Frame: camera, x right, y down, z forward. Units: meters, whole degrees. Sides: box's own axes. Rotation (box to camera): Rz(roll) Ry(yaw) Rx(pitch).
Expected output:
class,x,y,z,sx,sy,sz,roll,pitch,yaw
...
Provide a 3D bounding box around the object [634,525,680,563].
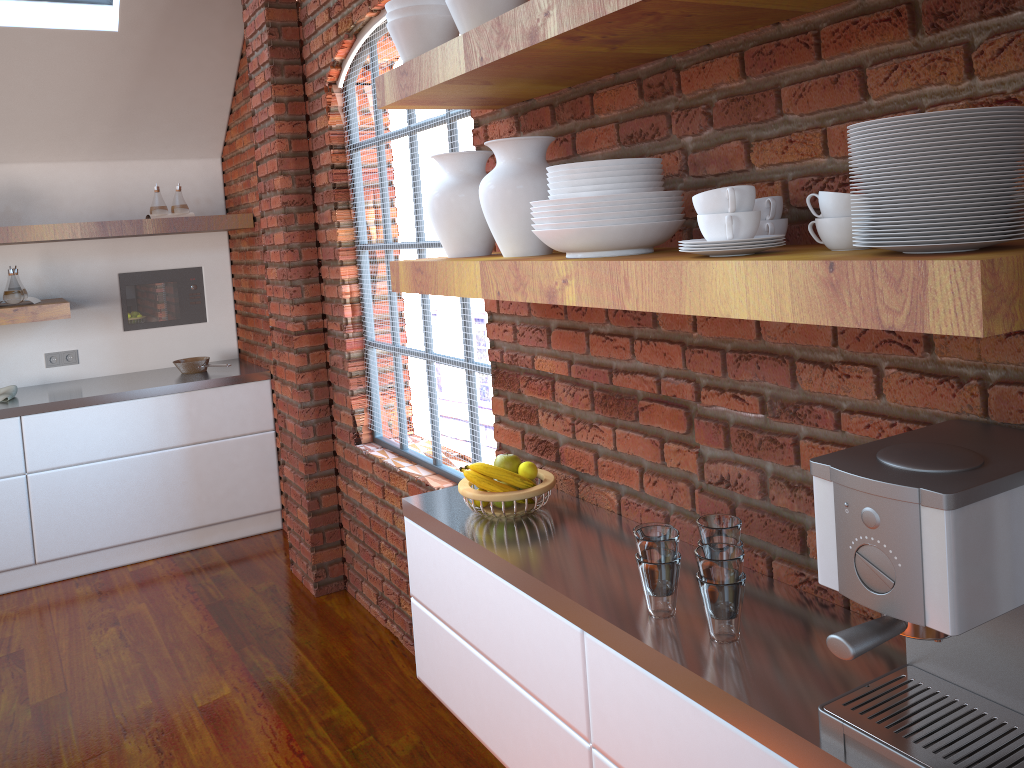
class,x,y,z,sx,sy,sz,roll,pitch,yaw
object,0.249,0.304,1.497,0.078,0.103,0.078,-4,6,0

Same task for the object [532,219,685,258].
class,x,y,z,sx,sy,sz,roll,pitch,yaw
object,0.179,-0.266,1.625,0.282,0.055,0.285,5,14,43

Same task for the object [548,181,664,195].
class,x,y,z,sx,sy,sz,roll,pitch,yaw
object,0.174,-0.336,1.621,0.216,0.054,0.214,-12,12,-37

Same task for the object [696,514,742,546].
class,x,y,z,sx,sy,sz,roll,pitch,yaw
object,0.364,0.289,1.534,0.078,0.103,0.078,-4,6,0

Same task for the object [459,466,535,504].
class,x,y,z,sx,sy,sz,roll,pitch,yaw
object,-0.039,0.244,2.056,0.176,0.094,0.065,-3,5,7

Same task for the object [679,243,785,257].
class,x,y,z,sx,sy,sz,roll,pitch,yaw
object,0.326,-0.197,1.306,0.153,0.012,0.156,0,11,21

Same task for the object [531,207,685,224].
class,x,y,z,sx,sy,sz,roll,pitch,yaw
object,0.177,-0.288,1.624,0.282,0.055,0.285,5,14,43

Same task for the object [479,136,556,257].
class,x,y,z,sx,sy,sz,roll,pitch,yaw
object,0.026,-0.400,1.899,0.192,0.247,0.194,0,7,32

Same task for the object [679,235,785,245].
class,x,y,z,sx,sy,sz,roll,pitch,yaw
object,0.325,-0.210,1.305,0.153,0.012,0.156,0,11,21

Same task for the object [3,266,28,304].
class,x,y,z,sx,sy,sz,roll,pitch,yaw
object,-2.494,-0.497,4.410,0.094,0.191,0.204,-6,7,-20

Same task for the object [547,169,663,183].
class,x,y,z,sx,sy,sz,roll,pitch,yaw
object,0.172,-0.358,1.620,0.216,0.054,0.214,-12,12,-37

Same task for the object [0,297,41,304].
class,x,y,z,sx,sy,sz,roll,pitch,yaw
object,-2.487,-0.415,4.414,0.196,0.032,0.225,-8,11,-20

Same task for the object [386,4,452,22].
class,x,y,z,sx,sy,sz,roll,pitch,yaw
object,-0.203,-0.820,2.075,0.180,0.103,0.183,-3,9,7

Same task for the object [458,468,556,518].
class,x,y,z,sx,sy,sz,roll,pitch,yaw
object,-0.010,0.267,2.117,0.235,0.070,0.239,-1,10,18

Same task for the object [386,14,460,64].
class,x,y,z,sx,sy,sz,roll,pitch,yaw
object,-0.202,-0.798,2.076,0.180,0.103,0.183,-3,9,7

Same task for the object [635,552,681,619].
class,x,y,z,sx,sy,sz,roll,pitch,yaw
object,0.252,0.342,1.499,0.078,0.103,0.078,-4,6,0

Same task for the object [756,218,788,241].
class,x,y,z,sx,sy,sz,roll,pitch,yaw
object,0.411,-0.249,1.464,0.092,0.046,0.100,3,11,40

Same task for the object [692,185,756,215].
class,x,y,z,sx,sy,sz,roll,pitch,yaw
object,0.312,-0.262,1.303,0.092,0.058,0.101,4,11,43

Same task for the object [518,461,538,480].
class,x,y,z,sx,sy,sz,roll,pitch,yaw
object,0.038,0.209,2.108,0.046,0.046,0.055,-3,7,12

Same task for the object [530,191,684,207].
class,x,y,z,sx,sy,sz,roll,pitch,yaw
object,0.175,-0.317,1.622,0.282,0.055,0.285,5,14,43

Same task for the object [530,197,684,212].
class,x,y,z,sx,sy,sz,roll,pitch,yaw
object,0.176,-0.307,1.623,0.282,0.055,0.285,5,14,43

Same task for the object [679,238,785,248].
class,x,y,z,sx,sy,sz,roll,pitch,yaw
object,0.326,-0.205,1.305,0.153,0.012,0.156,0,11,21

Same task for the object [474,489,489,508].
class,x,y,z,sx,sy,sz,roll,pitch,yaw
object,-0.074,0.274,2.114,0.046,0.045,0.056,-4,7,3

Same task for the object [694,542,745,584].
class,x,y,z,sx,sy,sz,roll,pitch,yaw
object,0.332,0.316,1.397,0.078,0.103,0.078,-6,6,-17

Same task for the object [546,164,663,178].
class,x,y,z,sx,sy,sz,roll,pitch,yaw
object,0.172,-0.367,1.619,0.216,0.054,0.214,-12,12,-37

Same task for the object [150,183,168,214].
class,x,y,z,sx,sy,sz,roll,pitch,yaw
object,-1.894,-0.978,4.709,0.093,0.190,0.094,-5,5,-17

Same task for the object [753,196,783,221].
class,x,y,z,sx,sy,sz,roll,pitch,yaw
object,0.403,-0.280,1.464,0.092,0.058,0.101,0,10,29

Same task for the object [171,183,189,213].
class,x,y,z,sx,sy,sz,roll,pitch,yaw
object,-1.802,-0.993,4.767,0.093,0.191,0.094,-3,5,14

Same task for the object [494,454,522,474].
class,x,y,z,sx,sy,sz,roll,pitch,yaw
object,-0.010,0.200,2.133,0.070,0.061,0.069,-6,7,-13

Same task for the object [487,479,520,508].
class,x,y,z,sx,sy,sz,roll,pitch,yaw
object,-0.020,0.259,2.091,0.077,0.065,0.077,-4,7,4

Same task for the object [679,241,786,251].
class,x,y,z,sx,sy,sz,roll,pitch,yaw
object,0.326,-0.201,1.305,0.153,0.012,0.156,0,11,21

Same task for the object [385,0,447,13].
class,x,y,z,sx,sy,sz,roll,pitch,yaw
object,-0.205,-0.842,2.073,0.180,0.103,0.183,-3,9,7

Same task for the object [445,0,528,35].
class,x,y,z,sx,sy,sz,roll,pitch,yaw
object,-0.049,-0.774,1.881,0.180,0.103,0.183,-3,9,7

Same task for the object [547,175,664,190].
class,x,y,z,sx,sy,sz,roll,pitch,yaw
object,0.173,-0.348,1.621,0.216,0.054,0.214,-12,12,-37

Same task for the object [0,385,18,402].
class,x,y,z,sx,sy,sz,roll,pitch,yaw
object,-2.565,0.052,4.344,0.204,0.061,0.198,-5,10,-7

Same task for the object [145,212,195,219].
class,x,y,z,sx,sy,sz,roll,pitch,yaw
object,-1.843,-0.903,4.742,0.225,0.032,0.196,-10,12,-31

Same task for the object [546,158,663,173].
class,x,y,z,sx,sy,sz,roll,pitch,yaw
object,0.171,-0.377,1.619,0.216,0.054,0.214,-12,12,-37

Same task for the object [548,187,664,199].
class,x,y,z,sx,sy,sz,roll,pitch,yaw
object,0.175,-0.326,1.622,0.216,0.054,0.214,-12,12,-37

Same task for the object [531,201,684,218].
class,x,y,z,sx,sy,sz,roll,pitch,yaw
object,0.177,-0.298,1.623,0.282,0.055,0.285,5,14,43

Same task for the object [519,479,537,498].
class,x,y,z,sx,sy,sz,roll,pitch,yaw
object,0.026,0.252,2.141,0.070,0.068,0.069,-7,7,-20

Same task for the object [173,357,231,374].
class,x,y,z,sx,sy,sz,roll,pitch,yaw
object,-1.704,-0.093,4.793,0.349,0.073,0.196,4,13,40

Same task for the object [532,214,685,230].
class,x,y,z,sx,sy,sz,roll,pitch,yaw
object,0.178,-0.276,1.624,0.282,0.055,0.285,5,14,43

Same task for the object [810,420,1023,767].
class,x,y,z,sx,sy,sz,roll,pitch,yaw
object,0.555,0.265,1.066,0.381,0.367,0.272,-8,7,-29

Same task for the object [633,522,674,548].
class,x,y,z,sx,sy,sz,roll,pitch,yaw
object,0.266,0.320,1.627,0.077,0.103,0.079,-1,7,30

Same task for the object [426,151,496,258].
class,x,y,z,sx,sy,sz,roll,pitch,yaw
object,-0.111,-0.433,2.137,0.192,0.247,0.195,-3,6,10

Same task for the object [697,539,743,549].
class,x,y,z,sx,sy,sz,roll,pitch,yaw
object,0.366,0.327,1.536,0.078,0.103,0.078,-4,6,0

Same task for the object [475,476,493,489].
class,x,y,z,sx,sy,sz,roll,pitch,yaw
object,-0.068,0.225,2.119,0.052,0.052,0.045,-10,8,-41
